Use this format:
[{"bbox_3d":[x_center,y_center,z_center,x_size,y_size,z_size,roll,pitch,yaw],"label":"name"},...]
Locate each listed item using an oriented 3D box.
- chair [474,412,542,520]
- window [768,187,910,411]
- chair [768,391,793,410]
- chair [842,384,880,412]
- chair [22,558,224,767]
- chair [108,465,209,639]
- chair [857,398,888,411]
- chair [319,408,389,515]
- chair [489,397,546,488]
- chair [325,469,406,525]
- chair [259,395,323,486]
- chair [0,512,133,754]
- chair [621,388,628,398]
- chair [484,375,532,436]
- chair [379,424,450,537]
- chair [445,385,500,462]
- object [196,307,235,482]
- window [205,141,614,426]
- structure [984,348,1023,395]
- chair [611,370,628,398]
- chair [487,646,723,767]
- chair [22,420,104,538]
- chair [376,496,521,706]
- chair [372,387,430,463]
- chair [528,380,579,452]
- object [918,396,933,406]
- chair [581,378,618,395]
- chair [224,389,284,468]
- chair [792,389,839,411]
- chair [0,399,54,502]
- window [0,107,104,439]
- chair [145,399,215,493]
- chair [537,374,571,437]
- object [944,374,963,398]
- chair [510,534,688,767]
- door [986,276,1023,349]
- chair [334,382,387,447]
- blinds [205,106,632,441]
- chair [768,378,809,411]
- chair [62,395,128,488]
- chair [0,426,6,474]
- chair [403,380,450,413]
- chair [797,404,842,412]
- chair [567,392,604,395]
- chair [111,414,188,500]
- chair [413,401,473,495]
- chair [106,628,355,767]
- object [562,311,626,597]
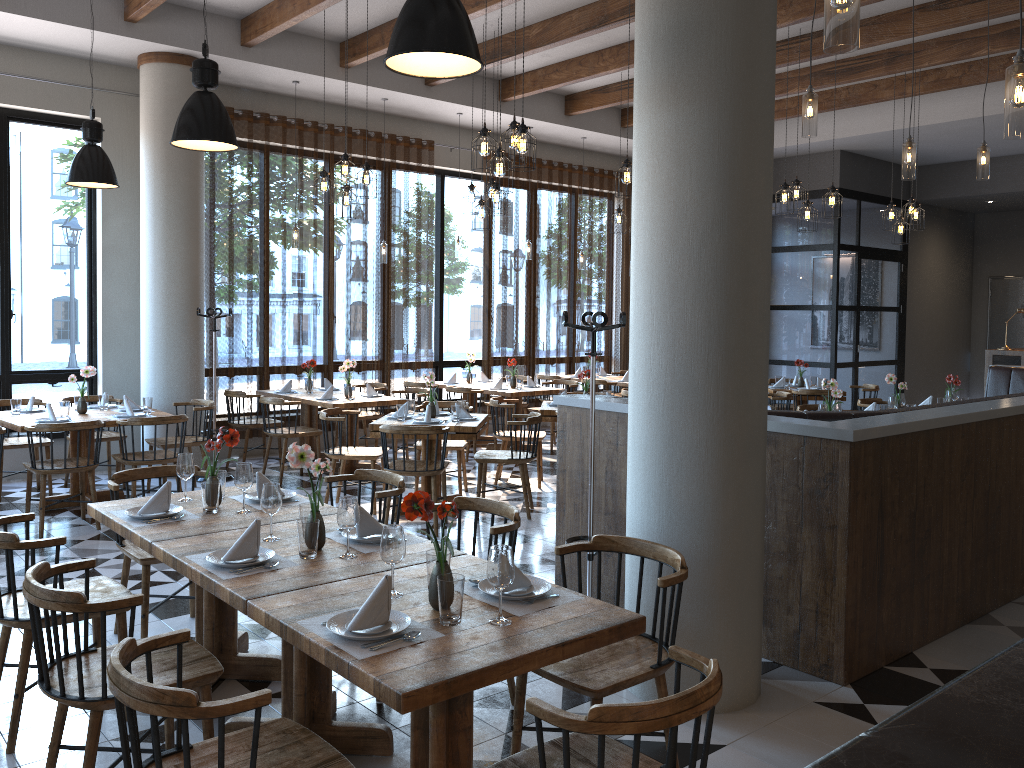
[{"bbox_3d":[-0.032,0.653,7.266,0.550,0.816,0.520,1,3,5],"label":"chair"},{"bbox_3d":[4.720,-1.229,14.670,2.187,3.543,2.731,-2,4,-40],"label":"window"},{"bbox_3d":[2.753,0.497,9.640,0.550,0.816,0.520,1,3,5],"label":"chair"},{"bbox_3d":[4.202,0.415,10.888,0.550,0.816,0.520,1,3,5],"label":"chair"},{"bbox_3d":[-1.264,0.991,2.868,0.550,0.816,0.520,-2,4,-40],"label":"chair"},{"bbox_3d":[-1.723,0.858,4.448,0.520,0.816,0.550,-2,4,-40],"label":"chair"},{"bbox_3d":[3.738,0.574,8.843,0.520,0.816,0.550,-2,4,-40],"label":"chair"},{"bbox_3d":[-1.317,0.629,7.368,0.550,0.816,0.520,1,3,5],"label":"chair"},{"bbox_3d":[0.052,0.552,8.536,0.550,0.816,0.520,1,3,5],"label":"chair"},{"bbox_3d":[-0.816,0.874,4.389,0.550,0.816,0.520,-2,4,-40],"label":"chair"},{"bbox_3d":[-2.148,0.522,8.561,0.550,0.816,0.520,-2,4,-40],"label":"chair"},{"bbox_3d":[-1.827,0.931,3.527,0.550,0.816,0.520,-2,4,-40],"label":"chair"},{"bbox_3d":[1.468,0.473,9.742,0.550,0.816,0.520,1,3,5],"label":"chair"},{"bbox_3d":[-0.026,0.315,11.477,0.550,0.816,0.520,-2,4,-40],"label":"chair"},{"bbox_3d":[-0.726,0.692,6.675,0.519,0.816,0.551,1,3,5],"label":"chair"},{"bbox_3d":[-0.473,0.429,9.989,0.550,0.816,0.520,-2,4,-40],"label":"chair"},{"bbox_3d":[-2.865,0.095,8.534,0.375,1.656,0.375,2,3,32],"label":"object"},{"bbox_3d":[-3.565,-1.003,8.108,4.495,3.159,15.155,3,5,26],"label":"window"},{"bbox_3d":[5.885,0.260,10.076,1.046,1.298,0.646,-2,4,-40],"label":"structure"},{"bbox_3d":[1.614,0.223,12.876,0.550,0.816,0.520,-2,4,-40],"label":"chair"},{"bbox_3d":[0.214,1.066,2.160,0.520,0.816,0.550,-2,4,-40],"label":"chair"},{"bbox_3d":[-3.330,0.667,6.576,0.520,0.816,0.550,-2,4,-40],"label":"chair"},{"bbox_3d":[-0.253,0.934,3.730,0.550,0.816,0.520,-2,4,-40],"label":"chair"},{"bbox_3d":[-1.154,0.467,9.407,0.550,0.816,0.520,-2,4,-40],"label":"chair"},{"bbox_3d":[0.521,0.373,10.836,0.550,0.816,0.520,-2,4,-40],"label":"chair"},{"bbox_3d":[3.981,0.177,8.545,0.352,0.137,0.272,-3,5,-40],"label":"object"},{"bbox_3d":[1.168,0.337,11.388,0.550,0.816,0.520,-2,4,-40],"label":"chair"},{"bbox_3d":[-2.695,0.464,9.202,0.550,0.816,0.520,-2,4,-40],"label":"chair"},{"bbox_3d":[3.498,0.456,10.276,0.519,0.816,0.551,1,3,5],"label":"chair"},{"bbox_3d":[-4.301,0.562,7.733,0.520,0.816,0.550,-2,4,-40],"label":"chair"},{"bbox_3d":[-6.071,-0.973,7.345,4.969,3.161,0.365,-3,4,-40],"label":"window"},{"bbox_3d":[-2.939,0.566,7.889,0.550,0.816,0.520,-2,4,-40],"label":"chair"},{"bbox_3d":[0.620,0.279,12.029,0.550,0.816,0.520,-2,4,-40],"label":"chair"},{"bbox_3d":[4.160,0.086,8.349,0.156,0.354,0.171,3,4,43],"label":"object"},{"bbox_3d":[0.310,0.994,3.070,0.550,0.816,0.520,-2,4,-40],"label":"chair"},{"bbox_3d":[8.844,-0.673,15.333,0.114,2.390,1.208,-1,3,-40],"label":"door"},{"bbox_3d":[-1.702,0.408,10.049,0.550,0.816,0.520,-2,4,-40],"label":"chair"},{"bbox_3d":[-0.697,-1.311,11.592,7.270,3.575,0.160,-3,4,-40],"label":"blinds"},{"bbox_3d":[3.600,0.354,11.560,0.519,0.816,0.551,1,3,5],"label":"chair"},{"bbox_3d":[-3.836,0.536,8.129,0.520,0.816,0.550,-2,4,-40],"label":"chair"},{"bbox_3d":[-3.825,0.695,6.154,0.520,0.816,0.550,-2,4,-40],"label":"chair"},{"bbox_3d":[-1.020,0.370,10.631,0.550,0.816,0.520,-2,4,-40],"label":"chair"},{"bbox_3d":[2.900,0.621,8.128,0.520,0.816,0.550,-2,4,-40],"label":"chair"},{"bbox_3d":[0.746,0.513,9.127,0.519,0.816,0.551,1,3,5],"label":"chair"},{"bbox_3d":[-2.851,0.640,6.984,0.520,0.816,0.550,-2,4,-40],"label":"chair"},{"bbox_3d":[-0.623,0.590,7.960,0.519,0.816,0.551,1,3,5],"label":"chair"},{"bbox_3d":[-0.702,1.051,2.209,0.550,0.816,0.520,-2,4,-40],"label":"chair"},{"bbox_3d":[0.409,0.456,4.556,0.375,1.656,0.375,2,3,27],"label":"object"}]
